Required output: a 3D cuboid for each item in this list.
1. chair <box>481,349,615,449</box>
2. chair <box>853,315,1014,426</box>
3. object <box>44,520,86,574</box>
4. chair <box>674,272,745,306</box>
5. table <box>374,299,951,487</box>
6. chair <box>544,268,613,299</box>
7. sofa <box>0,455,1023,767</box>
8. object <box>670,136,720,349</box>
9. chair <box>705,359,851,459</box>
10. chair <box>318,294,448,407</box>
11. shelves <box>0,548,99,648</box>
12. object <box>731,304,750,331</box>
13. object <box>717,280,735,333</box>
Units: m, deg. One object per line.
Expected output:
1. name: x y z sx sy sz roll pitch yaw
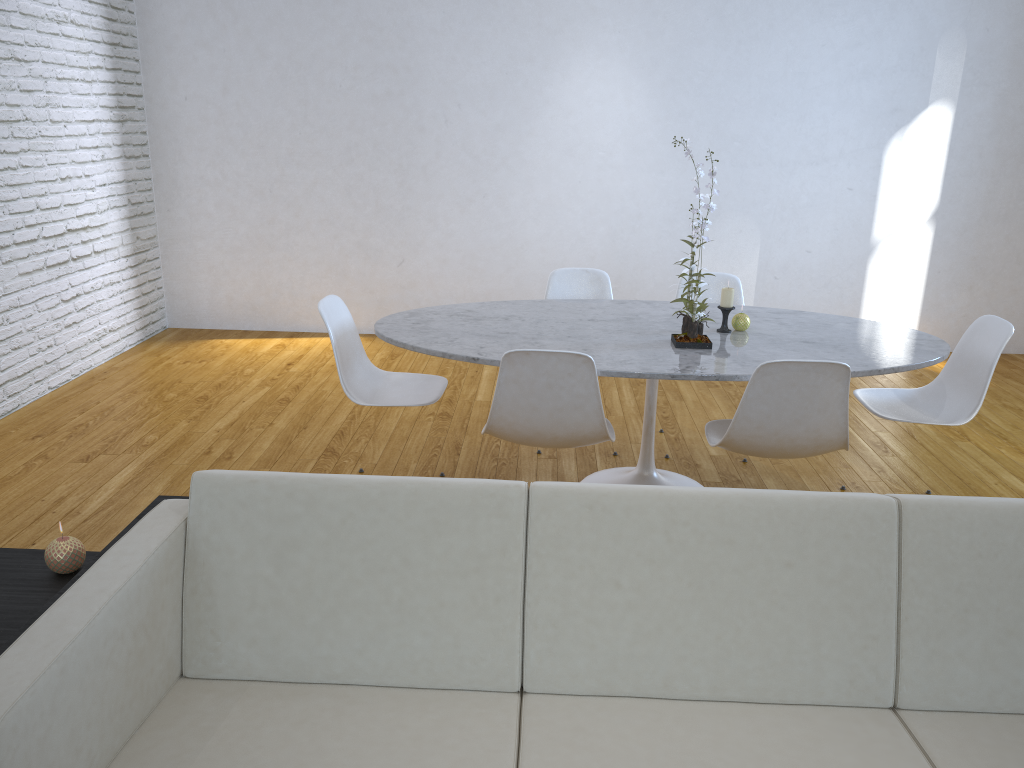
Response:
1. chair: 0.115 0.017 2.661 0.405 0.355 0.415 3 17 5
2. chair: 1.418 -0.056 3.007 0.419 0.355 0.402 2 17 4
3. object: -0.852 0.306 1.686 0.071 0.105 0.070 11 20 28
4. chair: 0.812 -0.245 3.592 0.405 0.355 0.415 3 17 4
5. table: 0.481 0.118 3.097 1.910 0.628 1.061 2 17 1
6. chair: 0.279 -0.266 3.622 0.405 0.355 0.415 1 17 0
7. sofa: 0.307 0.792 0.769 5.336 0.685 9.634 2 17 2
8. object: 0.580 -0.432 2.741 0.166 0.644 0.200 12 21 29
9. chair: 0.793 0.046 2.618 0.405 0.355 0.415 2 17 1
10. chair: -0.440 -0.117 3.067 0.419 0.355 0.402 2 17 4
11. shelves: -0.961 0.651 1.504 0.349 0.455 0.723 2 17 2
12. object: 0.782 -0.228 3.019 0.062 0.092 0.062 -13 23 -38
13. object: 0.722 -0.264 2.982 0.059 0.178 0.058 -3 18 -12
